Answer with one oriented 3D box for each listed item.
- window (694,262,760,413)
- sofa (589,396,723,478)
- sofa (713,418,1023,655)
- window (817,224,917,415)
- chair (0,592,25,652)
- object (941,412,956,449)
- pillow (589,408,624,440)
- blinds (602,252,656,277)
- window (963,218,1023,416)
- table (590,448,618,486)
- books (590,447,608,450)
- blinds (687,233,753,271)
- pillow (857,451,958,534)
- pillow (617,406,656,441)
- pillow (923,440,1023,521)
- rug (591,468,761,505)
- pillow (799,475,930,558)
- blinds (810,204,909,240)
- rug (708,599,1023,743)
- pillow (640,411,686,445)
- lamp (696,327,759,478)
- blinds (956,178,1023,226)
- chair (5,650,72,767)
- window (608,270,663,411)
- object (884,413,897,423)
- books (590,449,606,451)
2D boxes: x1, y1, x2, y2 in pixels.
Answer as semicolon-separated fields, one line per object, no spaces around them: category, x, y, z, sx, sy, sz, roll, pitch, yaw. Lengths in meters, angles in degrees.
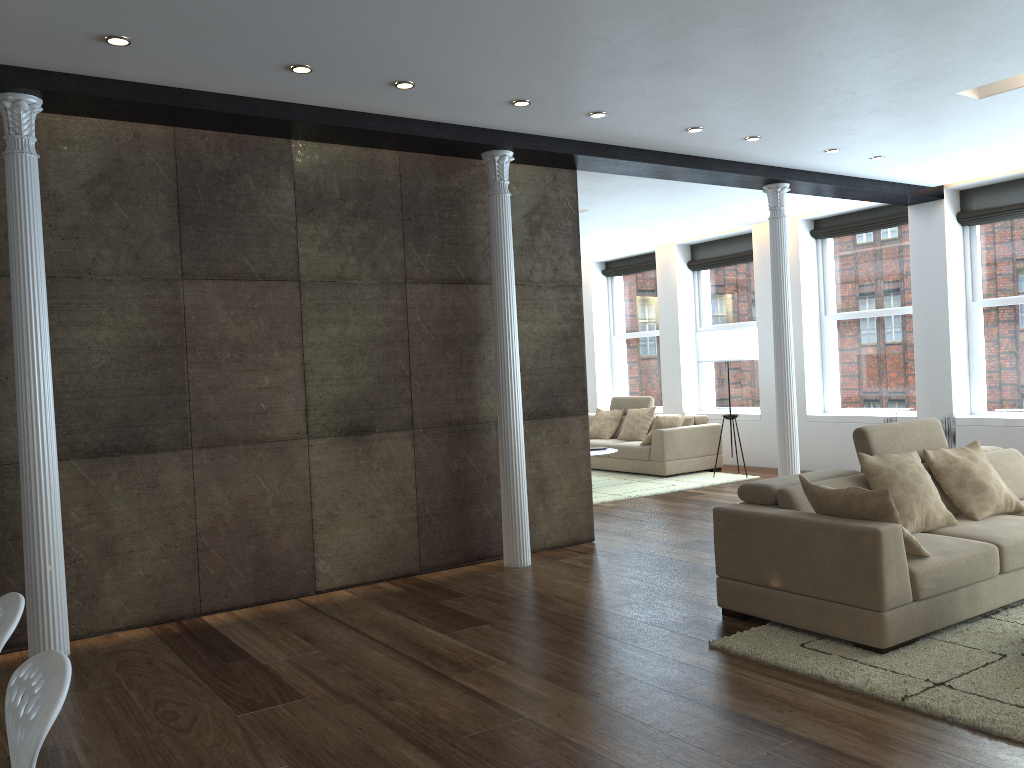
window;2.959;-0.747;11.820;0.123;2.400;1.345;-3;1;-34
sofa;1.478;0.654;11.788;1.018;0.950;2.581;-3;1;-34
sofa;2.418;0.702;5.050;2.581;0.950;1.021;-3;1;-34
window;4.109;-0.780;10.102;0.123;2.400;1.391;-3;1;-34
chair;-1.517;0.992;2.201;0.581;0.835;0.495;-3;1;-34
object;4.182;0.651;8.470;0.458;0.781;0.458;-3;1;-35
pillow;1.265;0.541;12.094;0.368;0.416;0.519;-3;1;-38
blinds;1.856;-1.788;13.259;0.156;0.275;1.442;-3;1;-34
window;5.117;-0.809;8.597;0.123;2.400;1.432;-3;1;-34
table;0.709;0.975;10.141;1.022;0.393;1.022;-3;1;11
books;0.936;0.751;10.305;0.300;0.010;0.220;-3;1;-19
blinds;2.856;-1.757;11.771;0.156;0.393;1.342;-3;1;-34
pillow;2.193;0.586;4.918;0.534;0.439;0.301;-3;1;-30
pillow;1.623;0.520;11.582;0.301;0.439;0.534;-3;1;-37
pillow;2.719;0.565;5.255;0.519;0.416;0.368;-3;1;-29
rug;0.440;1.181;11.106;2.972;0.020;4.231;-3;1;-34
pillow;1.696;0.641;4.297;0.395;0.393;0.518;-3;1;-30
blinds;4.004;-1.849;10.053;0.156;0.275;1.396;-3;1;-34
rug;3.529;1.124;4.204;4.231;0.020;2.972;-3;1;-34
pillow;1.850;0.542;10.818;0.518;0.393;0.395;-3;1;-37
lamp;2.534;0.229;10.313;0.698;1.728;0.698;-3;1;-10
blinds;5.003;-1.818;8.539;0.183;0.395;1.431;-3;1;-34
chair;-1.114;0.980;1.634;0.581;0.835;0.495;-3;1;-34
window;1.960;-0.718;13.311;0.123;2.400;1.444;-3;1;-34
object;3.742;0.669;8.736;0.458;0.781;0.458;-3;1;-35
books;0.936;0.760;10.279;0.300;0.010;0.220;-3;1;1
